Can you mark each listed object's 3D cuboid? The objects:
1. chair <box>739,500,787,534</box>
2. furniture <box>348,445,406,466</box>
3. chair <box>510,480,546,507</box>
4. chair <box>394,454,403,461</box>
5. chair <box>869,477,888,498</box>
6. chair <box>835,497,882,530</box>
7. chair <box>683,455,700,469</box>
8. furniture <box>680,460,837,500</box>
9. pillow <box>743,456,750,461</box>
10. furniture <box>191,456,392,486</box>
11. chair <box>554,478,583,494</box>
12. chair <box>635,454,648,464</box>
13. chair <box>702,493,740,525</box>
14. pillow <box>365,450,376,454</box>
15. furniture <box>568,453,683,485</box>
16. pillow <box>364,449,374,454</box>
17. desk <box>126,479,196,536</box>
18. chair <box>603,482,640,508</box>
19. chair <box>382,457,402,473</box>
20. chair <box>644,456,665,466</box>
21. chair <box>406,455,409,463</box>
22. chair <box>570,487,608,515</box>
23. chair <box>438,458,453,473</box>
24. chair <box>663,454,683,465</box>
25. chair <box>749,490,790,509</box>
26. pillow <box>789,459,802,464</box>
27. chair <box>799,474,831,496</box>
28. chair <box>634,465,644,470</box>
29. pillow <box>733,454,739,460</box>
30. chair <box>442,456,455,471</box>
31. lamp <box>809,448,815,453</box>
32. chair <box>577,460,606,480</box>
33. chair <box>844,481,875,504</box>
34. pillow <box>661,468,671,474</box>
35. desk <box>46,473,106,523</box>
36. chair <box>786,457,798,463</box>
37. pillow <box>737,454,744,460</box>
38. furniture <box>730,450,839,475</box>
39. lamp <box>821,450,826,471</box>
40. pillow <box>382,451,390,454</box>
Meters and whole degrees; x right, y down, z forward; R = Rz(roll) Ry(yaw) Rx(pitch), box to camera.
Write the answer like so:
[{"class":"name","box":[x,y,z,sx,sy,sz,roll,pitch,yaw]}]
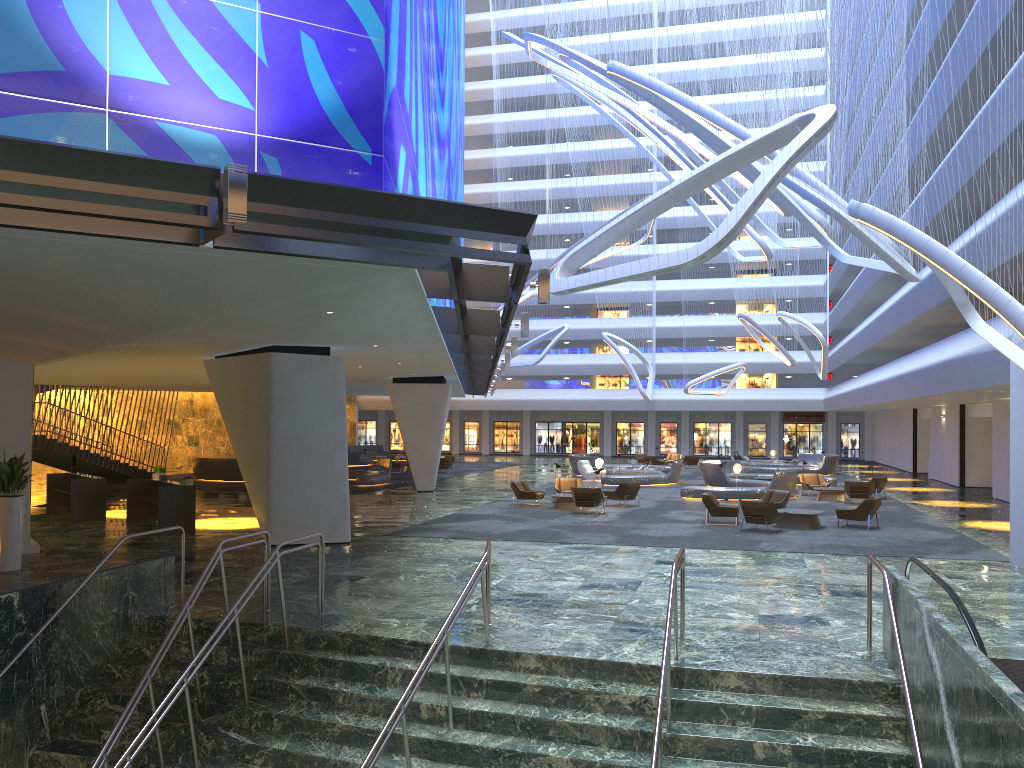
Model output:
[{"class":"chair","box":[5.989,3.161,21.283,0.929,0.766,0.939,-1,-2,42]},{"class":"furniture","box":[-9.395,4.325,54.048,5.186,0.969,9.933,-1,-3,32]},{"class":"chair","box":[0.487,3.392,27.519,0.939,0.766,0.930,0,-2,23]},{"class":"chair","box":[-7.147,4.688,56.007,0.586,0.501,0.491,-1,-2,32]},{"class":"chair","box":[12.488,3.606,30.847,0.930,0.766,0.939,2,-2,-42]},{"class":"chair","box":[8.673,3.215,22.162,0.939,0.766,0.930,-1,-2,39]},{"class":"chair","box":[10.136,4.413,50.173,0.929,0.766,0.939,1,-2,-7]},{"class":"furniture","box":[9.008,3.588,34.039,5.186,0.969,9.933,-1,-3,32]},{"class":"pillow","box":[13.597,4.351,51.842,0.685,0.280,0.874,2,-3,-38]},{"class":"furniture","box":[-9.562,3.648,38.130,9.927,0.969,5.189,-1,-3,32]},{"class":"chair","box":[1.833,3.446,28.586,0.929,0.766,0.939,0,-2,-2]},{"class":"chair","box":[7.765,4.473,51.928,0.929,0.766,0.939,1,-2,-31]},{"class":"chair","box":[5.404,3.226,22.898,0.938,0.766,0.930,0,-2,17]},{"class":"pillow","box":[-9.242,4.438,57.685,0.692,0.262,0.878,0,-2,5]},{"class":"furniture","box":[5.070,3.857,40.972,5.185,0.969,9.935,0,-2,7]},{"class":"pillow","box":[-9.308,4.402,57.871,0.775,0.366,0.317,2,-2,-33]},{"class":"desk","box":[-8.462,2.911,21.277,0.814,1.097,2.978,1,-2,-36]},{"class":"chair","box":[3.436,3.407,27.450,0.930,0.766,0.939,2,-2,-42]},{"class":"chair","box":[-6.075,4.083,44.725,0.939,0.766,0.930,1,-2,-14]},{"class":"chair","box":[7.835,4.353,49.105,0.939,0.766,0.930,1,-2,-34]},{"class":"chair","box":[-5.183,4.202,47.405,0.929,0.766,0.939,1,-2,-12]},{"class":"chair","box":[2.171,3.306,25.251,0.929,0.766,0.939,0,-2,21]},{"class":"chair","box":[-3.548,4.108,44.950,0.929,0.766,0.939,0,-2,13]},{"class":"chair","box":[9.480,4.487,52.025,0.929,0.766,0.939,-1,-2,34]},{"class":"chair","box":[6.989,3.285,24.058,0.939,0.766,0.930,1,-2,-23]},{"class":"pillow","box":[15.251,4.163,47.693,0.692,0.262,0.878,1,-2,-23]},{"class":"chair","box":[10.885,3.645,31.983,0.929,0.766,0.939,0,-2,-2]},{"class":"chair","box":[5.717,4.234,43.473,1.785,0.501,0.586,1,-2,-21]},{"class":"pillow","box":[13.112,4.272,51.635,0.295,0.368,0.769,0,-2,28]},{"class":"chair","box":[-3.537,4.191,46.914,0.939,0.766,0.930,2,-2,-37]},{"class":"lamp","box":[16.111,4.069,47.570,0.384,1.300,0.202,0,-1,15]},{"class":"chair","box":[3.589,3.877,39.859,1.157,0.881,0.729,-1,-2,34]},{"class":"chair","box":[11.223,3.505,28.649,0.929,0.766,0.939,0,-2,21]},{"class":"pillow","box":[6.798,3.691,37.795,0.692,0.262,0.878,-1,-2,23]},{"class":"desk","box":[-11.610,2.988,23.551,0.814,1.097,2.978,1,-2,-38]},{"class":"chair","box":[15.747,4.395,48.961,0.930,0.766,0.939,2,-2,-42]},{"class":"pillow","box":[13.322,4.249,51.614,0.315,0.386,0.785,0,-2,30]},{"class":"furniture","box":[14.639,4.218,48.096,5.185,0.969,9.935,0,-2,12]},{"class":"lamp","box":[15.340,3.895,43.585,0.202,1.300,0.384,1,-1,-26]},{"class":"pillow","box":[-8.260,4.526,58.123,0.443,0.207,0.445,0,-2,1]}]
